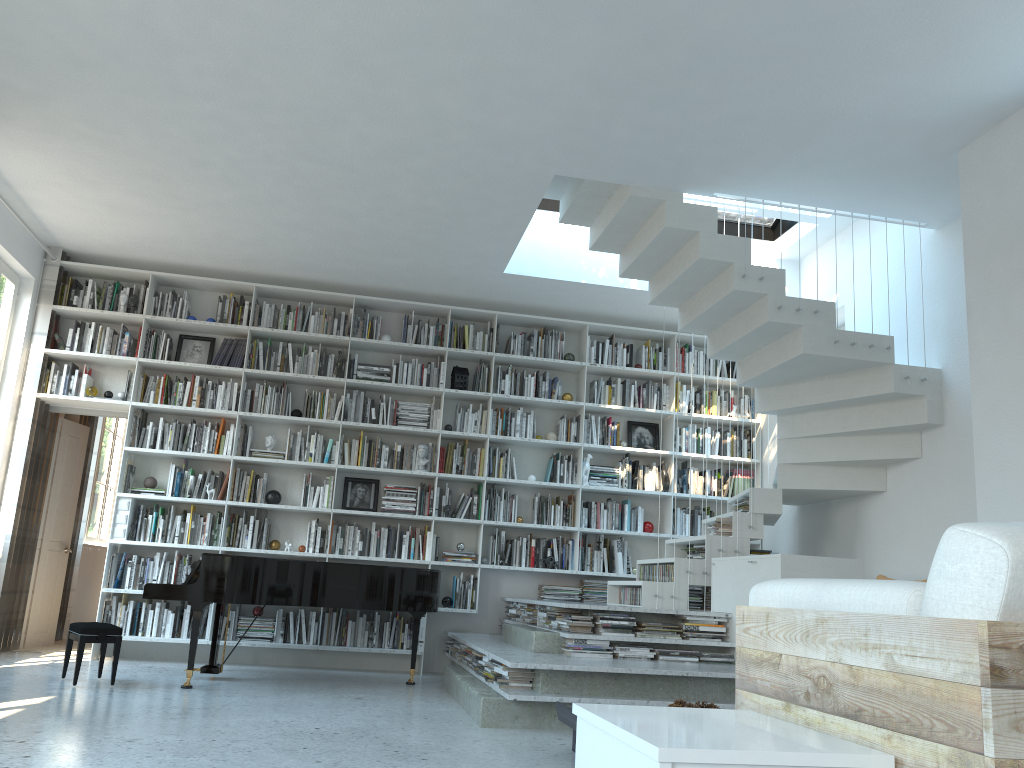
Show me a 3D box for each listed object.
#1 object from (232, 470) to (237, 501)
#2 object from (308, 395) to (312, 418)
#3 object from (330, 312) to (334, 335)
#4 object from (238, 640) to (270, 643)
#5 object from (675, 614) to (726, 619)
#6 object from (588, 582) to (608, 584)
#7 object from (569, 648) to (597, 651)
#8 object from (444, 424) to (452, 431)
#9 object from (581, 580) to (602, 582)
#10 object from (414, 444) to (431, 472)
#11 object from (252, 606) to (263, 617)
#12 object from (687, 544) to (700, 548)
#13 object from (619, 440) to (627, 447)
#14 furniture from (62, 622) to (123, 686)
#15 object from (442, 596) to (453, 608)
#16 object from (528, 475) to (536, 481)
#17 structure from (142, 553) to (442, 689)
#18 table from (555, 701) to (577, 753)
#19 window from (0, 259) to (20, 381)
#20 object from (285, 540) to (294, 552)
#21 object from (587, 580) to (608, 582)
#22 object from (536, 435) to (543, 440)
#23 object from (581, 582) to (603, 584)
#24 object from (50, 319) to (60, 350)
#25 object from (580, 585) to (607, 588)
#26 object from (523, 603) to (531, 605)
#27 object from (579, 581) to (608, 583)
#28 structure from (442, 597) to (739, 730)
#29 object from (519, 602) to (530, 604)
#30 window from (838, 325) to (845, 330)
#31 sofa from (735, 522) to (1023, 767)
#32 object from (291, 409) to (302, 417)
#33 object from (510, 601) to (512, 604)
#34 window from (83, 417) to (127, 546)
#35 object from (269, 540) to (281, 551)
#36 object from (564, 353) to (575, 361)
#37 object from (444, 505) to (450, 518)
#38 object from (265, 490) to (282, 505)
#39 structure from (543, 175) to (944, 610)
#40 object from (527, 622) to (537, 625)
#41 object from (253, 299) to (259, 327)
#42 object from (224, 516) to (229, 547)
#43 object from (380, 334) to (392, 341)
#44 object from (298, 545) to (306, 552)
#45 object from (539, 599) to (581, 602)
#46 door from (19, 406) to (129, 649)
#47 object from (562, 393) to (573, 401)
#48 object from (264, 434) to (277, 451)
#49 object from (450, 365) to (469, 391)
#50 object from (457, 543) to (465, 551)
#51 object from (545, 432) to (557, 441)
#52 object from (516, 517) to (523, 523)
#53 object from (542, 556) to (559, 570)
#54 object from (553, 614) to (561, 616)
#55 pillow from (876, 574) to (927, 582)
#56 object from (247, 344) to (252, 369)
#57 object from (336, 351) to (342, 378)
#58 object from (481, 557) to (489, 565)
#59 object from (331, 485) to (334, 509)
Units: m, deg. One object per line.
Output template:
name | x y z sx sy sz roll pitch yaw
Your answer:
object | -2.308 0.862 7.397 0.012 0.269 0.131 6 -13 -10
object | -1.743 0.220 7.635 0.010 0.225 0.143 6 -13 -10
object | -1.587 -0.493 7.807 0.010 0.246 0.157 6 -13 -10
object | -2.075 2.076 7.167 0.254 0.007 0.161 5 -13 -7
object | 1.222 1.506 5.772 0.284 0.030 0.177 6 -13 -10
object | 0.745 1.747 7.789 0.254 0.005 0.161 6 -13 -10
object | 0.459 1.641 5.486 0.204 0.004 0.140 5 -13 -7
object | -0.554 0.387 7.711 0.071 0.072 0.072 -7 -16 38
object | 0.746 1.736 7.789 0.254 0.005 0.161 6 -13 -9
object | -0.766 0.639 7.580 0.138 0.243 0.137 -9 -18 44
object | -2.058 1.843 7.183 0.086 0.087 0.086 12 -15 -31
object | 1.479 1.279 6.979 0.161 0.025 0.175 5 -13 -6
object | 0.999 0.556 8.046 0.091 0.092 0.092 -7 -16 38
furniture | -2.588 1.651 5.464 0.240 0.352 0.468 12 -16 -34
object | -0.541 1.821 7.398 0.093 0.094 0.094 -7 -16 38
object | 0.175 0.837 7.808 0.071 0.072 0.072 -7 -16 38
structure | -1.456 1.659 6.211 1.919 0.830 1.338 6 -13 -10
table | 0.932 1.515 3.619 1.270 0.217 1.261 6 -13 -10
window | -3.792 -0.091 5.923 0.073 2.004 1.988 6 -13 -10
object | -1.832 1.334 7.293 0.060 0.094 0.078 2 -13 7
object | 0.748 1.729 7.781 0.285 0.005 0.160 5 -13 -5
object | 0.240 0.491 7.917 0.068 0.068 0.068 12 -15 -31
object | 0.745 1.752 7.788 0.254 0.005 0.161 6 -13 -10
object | -3.793 -0.387 7.343 0.035 0.295 0.176 6 -13 -10
object | 0.740 1.778 7.781 0.254 0.005 0.161 6 -13 -10
object | 0.183 1.738 6.992 0.144 0.005 0.257 6 -13 -10
object | 0.745 1.742 7.791 0.285 0.005 0.160 6 -13 -10
structure | 1.004 1.931 6.311 2.900 0.657 3.120 6 -13 -10
object | 0.169 1.731 6.991 0.159 0.007 0.286 7 -13 -13
window | 2.725 0.116 7.400 0.042 1.223 1.120 6 -13 -10
sofa | 1.626 0.788 1.754 2.195 0.852 0.873 6 -13 -10
object | -1.836 0.262 7.556 0.097 0.098 0.097 -7 -16 38
object | 0.074 1.871 7.564 0.131 0.024 0.291 5 -13 -8
window | -4.529 0.758 9.740 0.073 2.004 1.988 6 -13 -10
object | -1.962 1.336 7.336 0.091 0.091 0.091 12 -15 -31
object | 0.520 -0.230 8.056 0.104 0.105 0.104 -7 -16 38
object | -0.548 1.078 7.505 0.054 0.113 0.079 6 -13 -11
object | -1.991 0.952 7.401 0.134 0.135 0.134 -7 -16 38
structure | 1.311 0.217 6.334 2.614 3.373 1.959 6 -13 -10
object | 0.219 1.807 6.685 0.145 0.010 0.267 7 -14 -14
object | -2.228 -0.577 7.703 0.012 0.284 0.160 6 -13 -10
object | -2.340 1.222 7.302 0.012 0.253 0.161 6 -13 -10
object | -1.114 -0.386 7.828 0.105 0.105 0.105 12 -15 -31
object | -1.734 1.364 7.330 0.061 0.062 0.061 -7 -16 38
object | 0.406 1.875 7.683 0.346 0.007 0.194 7 -14 -15
door | -3.695 1.256 7.604 0.834 1.975 0.788 6 -13 -10
object | 0.497 0.129 7.982 0.101 0.101 0.100 12 -15 -31
object | -2.048 0.498 7.507 0.095 0.156 0.121 3 -13 4
object | -0.462 -0.037 7.848 0.135 0.247 0.136 8 -13 -19
object | -0.435 1.382 7.525 0.071 0.072 0.072 -7 -16 38
object | 0.349 0.487 7.963 0.112 0.112 0.112 12 -15 -31
object | 0.061 1.194 7.748 0.071 0.072 0.072 -7 -16 38
object | 0.330 1.525 7.571 0.161 0.113 0.065 9 -14 -22
object | 0.369 1.563 5.991 0.142 0.006 0.204 6 -13 -12
pillow | 0.826 0.517 1.666 0.200 0.338 0.464 7 -13 -15
object | -2.251 -0.205 7.620 0.012 0.253 0.161 6 -13 -10
object | -1.481 -0.160 7.608 0.075 0.254 0.075 11 -15 -30
object | -0.235 1.520 7.617 0.071 0.072 0.072 -7 -16 38
object | -1.522 0.970 7.530 0.017 0.215 0.104 6 -13 -10
